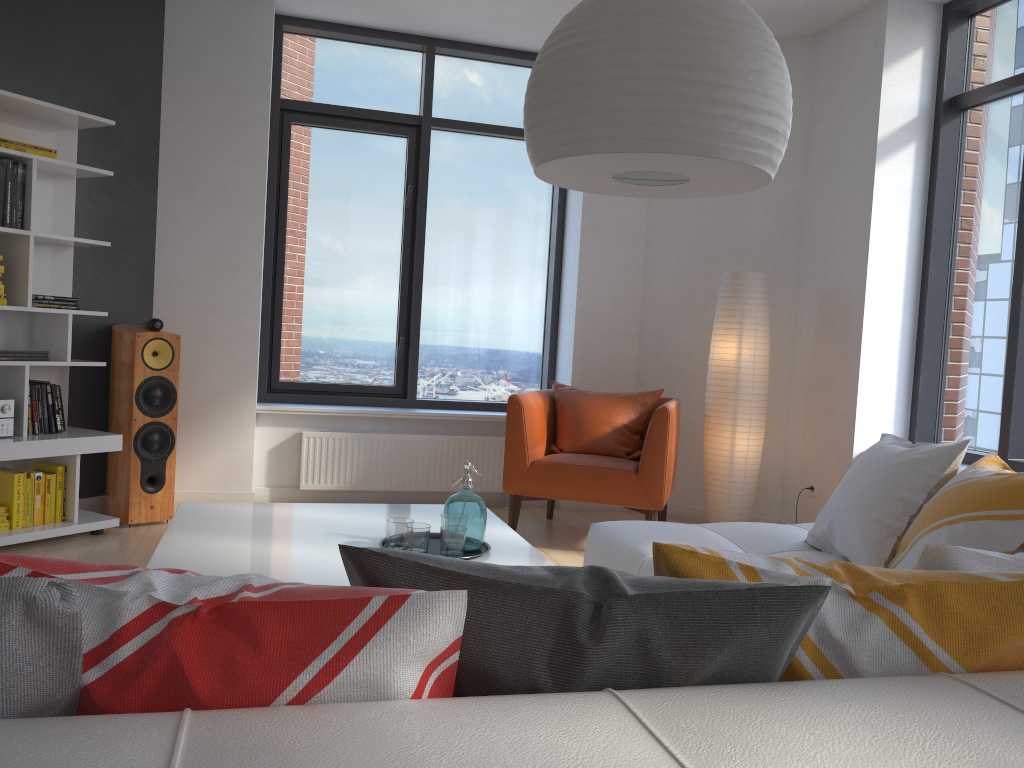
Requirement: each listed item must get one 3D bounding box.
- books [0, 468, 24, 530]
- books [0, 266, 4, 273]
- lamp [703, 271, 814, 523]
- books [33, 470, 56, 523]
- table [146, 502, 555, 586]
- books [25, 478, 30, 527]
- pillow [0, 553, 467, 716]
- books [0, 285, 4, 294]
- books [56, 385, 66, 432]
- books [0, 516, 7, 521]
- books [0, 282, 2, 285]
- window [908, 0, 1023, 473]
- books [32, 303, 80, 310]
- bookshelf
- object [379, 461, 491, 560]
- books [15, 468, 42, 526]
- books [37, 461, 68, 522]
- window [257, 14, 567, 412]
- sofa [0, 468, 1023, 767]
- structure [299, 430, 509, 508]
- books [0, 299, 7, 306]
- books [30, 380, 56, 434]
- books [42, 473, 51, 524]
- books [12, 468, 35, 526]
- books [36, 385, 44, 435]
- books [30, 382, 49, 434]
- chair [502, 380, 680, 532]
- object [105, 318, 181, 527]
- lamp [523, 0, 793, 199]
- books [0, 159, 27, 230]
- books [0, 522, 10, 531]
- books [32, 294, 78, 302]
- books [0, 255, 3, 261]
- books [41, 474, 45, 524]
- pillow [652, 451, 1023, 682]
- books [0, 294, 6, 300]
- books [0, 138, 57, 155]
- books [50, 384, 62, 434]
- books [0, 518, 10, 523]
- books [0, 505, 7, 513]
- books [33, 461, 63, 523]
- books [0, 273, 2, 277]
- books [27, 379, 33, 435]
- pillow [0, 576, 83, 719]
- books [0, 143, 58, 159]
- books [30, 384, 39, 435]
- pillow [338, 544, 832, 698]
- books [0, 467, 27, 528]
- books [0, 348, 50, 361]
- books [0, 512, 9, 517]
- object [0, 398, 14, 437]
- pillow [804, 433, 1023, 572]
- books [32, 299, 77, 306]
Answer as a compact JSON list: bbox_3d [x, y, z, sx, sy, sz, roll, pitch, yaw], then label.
[{"bbox_3d":[-2.357,0.533,4.129,0.198,0.255,0.044,5,3,30],"label":"books"},{"bbox_3d":[-2.467,-0.531,4.015,0.176,0.033,0.239,5,3,33],"label":"books"},{"bbox_3d":[1.441,0.149,4.975,0.804,1.550,0.502,5,3,35],"label":"lamp"},{"bbox_3d":[-2.269,0.541,4.282,0.172,0.234,0.024,5,3,30],"label":"books"},{"bbox_3d":[-0.506,0.687,2.733,1.091,0.435,1.091,3,3,-15],"label":"table"},{"bbox_3d":[-2.317,0.549,4.163,0.156,0.229,0.024,5,3,30],"label":"books"},{"bbox_3d":[0.484,0.434,1.237,2.250,0.449,0.575,3,3,-18],"label":"pillow"},{"bbox_3d":[-2.470,-0.439,4.006,0.189,0.042,0.243,5,3,30],"label":"books"},{"bbox_3d":[-2.288,0.116,4.379,0.179,0.233,0.077,5,3,30],"label":"books"},{"bbox_3d":[-2.403,0.611,4.013,0.113,0.018,0.169,5,3,31],"label":"books"},{"bbox_3d":[-2.482,-0.468,4.009,0.189,0.014,0.251,5,3,33],"label":"books"},{"bbox_3d":[2.474,-0.780,4.171,0.170,2.402,1.310,3,3,-15],"label":"window"},{"bbox_3d":[-2.242,-0.377,4.299,0.161,0.023,0.213,5,3,33],"label":"books"},{"bbox_3d":[-2.849,-0.273,3.198,0.455,2.052,3.000,5,3,30],"label":"bookshelf"},{"bbox_3d":[-0.220,0.358,2.629,0.330,0.265,0.330,4,3,9],"label":"object"},{"bbox_3d":[-2.306,0.534,4.212,0.185,0.250,0.035,5,3,30],"label":"books"},{"bbox_3d":[-2.252,0.522,4.337,0.213,0.270,0.025,5,3,30],"label":"books"},{"bbox_3d":[-0.610,-1.042,5.845,1.960,2.402,0.170,3,3,-15],"label":"window"},{"bbox_3d":[0.170,0.623,2.015,3.424,0.732,2.614,3,3,-15],"label":"sofa"},{"bbox_3d":[-0.588,0.545,5.608,1.474,0.460,0.110,3,3,-15],"label":"structure"},{"bbox_3d":[-2.461,-0.379,4.004,0.194,0.028,0.257,5,3,35],"label":"books"},{"bbox_3d":[-2.299,0.109,4.312,0.193,0.255,0.066,5,3,29],"label":"books"},{"bbox_3d":[-2.278,0.542,4.258,0.172,0.234,0.024,5,3,30],"label":"books"},{"bbox_3d":[-2.321,0.534,4.189,0.180,0.251,0.019,5,3,30],"label":"books"},{"bbox_3d":[-2.322,0.119,4.266,0.170,0.236,0.049,5,3,30],"label":"books"},{"bbox_3d":[-2.304,0.116,4.281,0.169,0.242,0.050,5,3,29],"label":"books"},{"bbox_3d":[0.488,0.435,5.028,0.896,0.858,0.843,4,3,17],"label":"chair"},{"bbox_3d":[-2.003,0.187,4.752,0.290,1.088,0.434,1,4,-45],"label":"object"},{"bbox_3d":[1.539,-0.237,1.622,3.199,2.647,0.710,4,3,21],"label":"lamp"},{"bbox_3d":[-2.381,-0.869,4.096,0.259,0.321,0.128,5,3,30],"label":"books"},{"bbox_3d":[-2.416,0.646,4.026,0.147,0.033,0.190,5,3,30],"label":"books"},{"bbox_3d":[-2.254,-0.417,4.308,0.161,0.023,0.213,5,3,33],"label":"books"},{"bbox_3d":[-2.462,-0.582,4.013,0.163,0.023,0.223,5,3,34],"label":"books"},{"bbox_3d":[-2.294,0.539,4.239,0.169,0.239,0.023,5,3,30],"label":"books"},{"bbox_3d":[0.853,0.415,1.899,0.630,0.440,2.095,5,3,32],"label":"pillow"},{"bbox_3d":[-2.468,-0.405,4.004,0.203,0.024,0.257,5,3,33],"label":"books"},{"bbox_3d":[-2.309,-1.103,4.144,0.203,0.024,0.257,5,3,33],"label":"books"},{"bbox_3d":[-2.277,0.115,4.334,0.177,0.242,0.066,5,3,30],"label":"books"},{"bbox_3d":[-2.418,0.623,4.027,0.148,0.011,0.196,5,3,30],"label":"books"},{"bbox_3d":[-2.423,0.573,4.027,0.138,0.026,0.186,5,3,30],"label":"books"},{"bbox_3d":[-2.258,0.523,4.309,0.204,0.270,0.029,5,3,30],"label":"books"},{"bbox_3d":[-2.476,-0.505,4.008,0.171,0.019,0.239,5,3,30],"label":"books"},{"bbox_3d":[-2.358,0.102,4.222,0.202,0.268,0.053,5,3,29],"label":"books"},{"bbox_3d":[0.307,0.380,1.531,2.953,0.453,0.647,2,3,-27],"label":"pillow"},{"bbox_3d":[-2.302,-1.077,4.144,0.194,0.028,0.257,5,3,35],"label":"books"},{"bbox_3d":[-2.340,0.118,4.248,0.189,0.240,0.053,5,3,30],"label":"books"},{"bbox_3d":[0.798,0.422,1.329,2.120,0.436,0.608,2,3,-19],"label":"pillow"},{"bbox_3d":[-2.343,0.530,4.156,0.199,0.263,0.015,5,3,30],"label":"books"},{"bbox_3d":[-2.391,-0.140,4.167,0.250,0.047,0.310,5,3,25],"label":"books"},{"bbox_3d":[-2.412,0.594,4.025,0.134,0.014,0.187,5,3,30],"label":"books"},{"bbox_3d":[-2.470,0.151,4.019,0.270,0.174,0.285,5,3,30],"label":"object"},{"bbox_3d":[0.980,0.390,2.191,0.580,0.456,2.156,4,3,11],"label":"pillow"},{"bbox_3d":[-2.244,-0.396,4.299,0.142,0.015,0.198,5,3,28],"label":"books"}]
